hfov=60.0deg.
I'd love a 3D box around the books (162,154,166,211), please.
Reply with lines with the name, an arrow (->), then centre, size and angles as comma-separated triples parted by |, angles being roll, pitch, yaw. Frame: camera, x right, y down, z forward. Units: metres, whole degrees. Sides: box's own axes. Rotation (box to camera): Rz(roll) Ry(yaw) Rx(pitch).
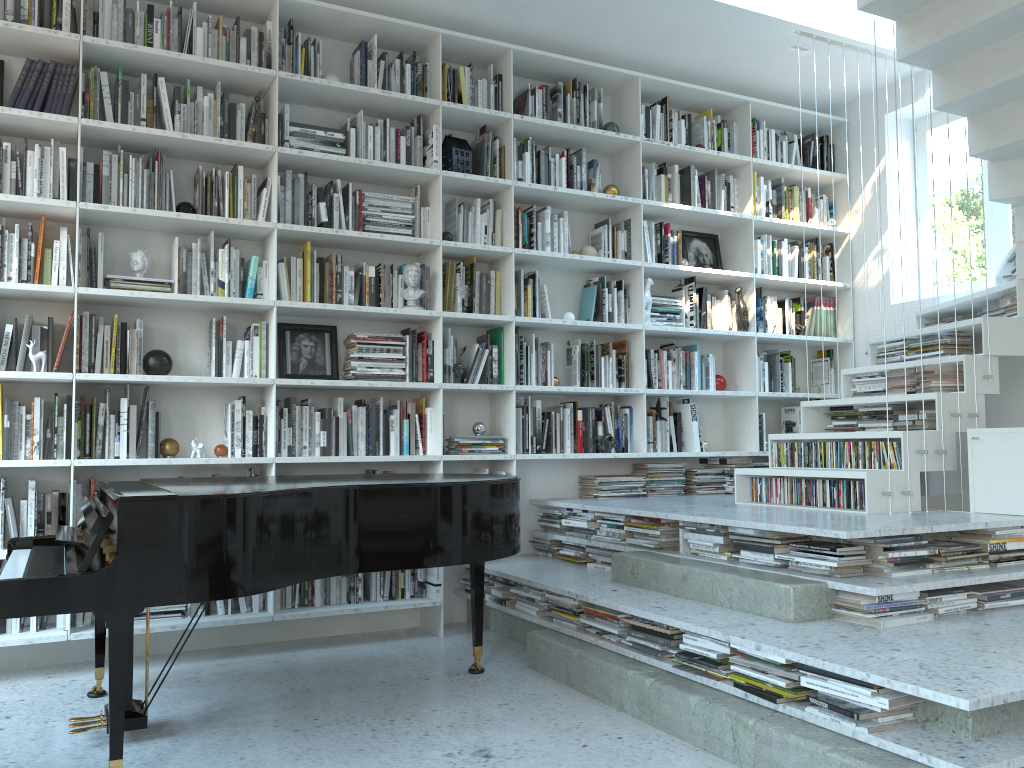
books -> -1.634, -0.902, 4.137 | 0.011, 0.287, 0.189 | 1, -4, -27

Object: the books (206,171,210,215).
books -> -1.456, -0.873, 4.221 | 0.005, 0.236, 0.178 | 1, -4, -27

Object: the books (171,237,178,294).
books -> -1.580, -0.531, 4.151 | 0.012, 0.285, 0.159 | 1, -4, -27

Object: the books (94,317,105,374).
books -> -1.859, -0.161, 3.991 | 0.036, 0.263, 0.166 | 1, -4, -27

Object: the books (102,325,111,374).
books -> -1.833, -0.143, 4.006 | 0.025, 0.228, 0.153 | 1, -4, -27

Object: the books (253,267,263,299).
books -> -1.244, -0.469, 4.334 | 0.027, 0.181, 0.142 | 1, -4, -27

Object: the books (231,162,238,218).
books -> -1.348, -0.902, 4.296 | 0.006, 0.303, 0.165 | 1, -4, -27

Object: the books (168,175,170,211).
books -> -1.620, -0.861, 4.170 | 0.004, 0.209, 0.132 | 1, -4, -27

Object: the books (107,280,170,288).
books -> -1.722, -0.447, 4.084 | 0.254, 0.012, 0.161 | 2, -5, -30

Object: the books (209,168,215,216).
books -> -1.446, -0.885, 4.262 | 0.009, 0.266, 0.149 | 1, -4, -27

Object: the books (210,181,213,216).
books -> -1.451, -0.853, 4.248 | 0.011, 0.200, 0.162 | 1, -4, -27

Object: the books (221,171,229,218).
books -> -1.381, -0.875, 4.256 | 0.013, 0.243, 0.189 | 1, -4, -27

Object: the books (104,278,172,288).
books -> -1.723, -0.459, 4.086 | 0.285, 0.012, 0.159 | 1, -5, -25

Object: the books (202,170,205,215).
books -> -1.477, -0.875, 4.221 | 0.005, 0.240, 0.174 | 1, -4, -27

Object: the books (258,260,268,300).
books -> -1.222, -0.486, 4.350 | 0.026, 0.217, 0.126 | 1, -4, -27

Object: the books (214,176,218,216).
books -> -1.424, -0.862, 4.235 | 0.006, 0.216, 0.181 | 1, -4, -27

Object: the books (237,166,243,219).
books -> -1.333, -0.891, 4.300 | 0.022, 0.284, 0.190 | 1, -4, -27

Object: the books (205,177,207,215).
books -> -1.476, -0.861, 4.239 | 0.013, 0.216, 0.149 | 1, -4, -27

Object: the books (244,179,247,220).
books -> -1.313, -0.862, 4.320 | 0.011, 0.229, 0.166 | 1, -4, -27

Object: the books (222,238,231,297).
books -> -1.371, -0.533, 4.256 | 0.011, 0.300, 0.178 | 1, -4, -27

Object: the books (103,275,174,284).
books -> -1.721, -0.471, 4.083 | 0.285, 0.012, 0.159 | 2, -5, -31

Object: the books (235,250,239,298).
books -> -1.346, -0.508, 4.291 | 0.022, 0.256, 0.152 | 1, -4, -27

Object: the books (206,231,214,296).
books -> -1.442, -0.549, 4.227 | 0.010, 0.329, 0.173 | 1, -4, -27

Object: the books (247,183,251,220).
books -> -1.298, -0.855, 4.327 | 0.024, 0.216, 0.142 | 1, -4, -27

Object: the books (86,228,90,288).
books -> -1.919, -0.545, 4.011 | 0.011, 0.297, 0.135 | 1, -4, -27

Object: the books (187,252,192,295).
books -> -1.538, -0.499, 4.197 | 0.024, 0.227, 0.137 | 1, -4, -27

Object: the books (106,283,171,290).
books -> -1.720, -0.435, 4.079 | 0.254, 0.012, 0.161 | 2, -5, -32

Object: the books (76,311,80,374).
books -> -1.942, -0.173, 3.963 | 0.012, 0.285, 0.159 | 1, -4, -27

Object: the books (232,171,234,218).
books -> -1.360, -0.883, 4.294 | 0.004, 0.265, 0.142 | 1, -4, -27

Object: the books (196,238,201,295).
books -> -1.491, -0.529, 4.193 | 0.012, 0.286, 0.167 | 1, -4, -27

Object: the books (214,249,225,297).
books -> -1.400, -0.507, 4.241 | 0.028, 0.247, 0.170 | 1, -4, -27

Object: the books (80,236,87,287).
books -> -1.926, -0.526, 3.986 | 0.024, 0.257, 0.134 | 1, -4, -27

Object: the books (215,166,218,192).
books -> -1.429, -0.890, 4.259 | 0.005, 0.275, 0.157 | 1, -4, -27

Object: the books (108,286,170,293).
books -> -1.721, -0.423, 4.080 | 0.254, 0.012, 0.161 | 2, -5, -31

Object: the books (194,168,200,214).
books -> -1.505, -0.881, 4.229 | 0.005, 0.254, 0.161 | 1, -4, -27

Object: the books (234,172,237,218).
books -> -1.353, -0.877, 4.290 | 0.006, 0.253, 0.180 | 1, -4, -27

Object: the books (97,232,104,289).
books -> -1.867, -0.535, 4.018 | 0.021, 0.277, 0.136 | 1, -4, -27

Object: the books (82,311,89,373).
books -> -1.911, -0.173, 3.968 | 0.025, 0.284, 0.145 | 1, -4, -27

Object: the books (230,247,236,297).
books -> -1.356, -0.512, 4.263 | 0.023, 0.259, 0.170 | 1, -4, -27

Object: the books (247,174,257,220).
books -> -1.273, -0.876, 4.331 | 0.022, 0.257, 0.155 | 1, -4, -27

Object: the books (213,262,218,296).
books -> -1.432, -0.478, 4.244 | 0.025, 0.189, 0.140 | 1, -4, -27

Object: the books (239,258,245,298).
books -> -1.324, -0.489, 4.301 | 0.026, 0.219, 0.150 | 1, -4, -27

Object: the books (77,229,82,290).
books -> -1.945, -0.540, 3.984 | 0.012, 0.285, 0.159 | 1, -4, -27

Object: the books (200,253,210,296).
books -> -1.471, -0.497, 4.219 | 0.048, 0.224, 0.149 | 1, -4, -27

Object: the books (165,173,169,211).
books -> -1.628, -0.865, 4.169 | 0.012, 0.218, 0.151 | 1, -4, -27

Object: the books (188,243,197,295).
books -> -1.511, -0.520, 4.195 | 0.022, 0.267, 0.151 | 1, -4, -27

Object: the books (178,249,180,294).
books -> -1.576, -0.503, 4.166 | 0.010, 0.231, 0.154 | 1, -4, -27

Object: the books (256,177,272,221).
books -> -1.225, -0.866, 4.330 | 0.064, 0.237, 0.209 | 1, -4, -27

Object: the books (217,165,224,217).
books -> -1.417, -0.895, 4.277 | 0.033, 0.287, 0.155 | 1, -4, -27

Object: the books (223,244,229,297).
books -> -1.378, -0.516, 4.242 | 0.012, 0.265, 0.193 | 1, -4, -27

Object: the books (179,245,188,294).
books -> -1.549, -0.512, 4.159 | 0.030, 0.247, 0.174 | 1, -4, -27

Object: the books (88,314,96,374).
books -> -1.890, -0.167, 3.983 | 0.026, 0.275, 0.154 | 1, -4, -27

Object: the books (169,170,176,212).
books -> -1.602, -0.872, 4.172 | 0.031, 0.232, 0.148 | 1, -4, -27

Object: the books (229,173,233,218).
books -> -1.370, -0.877, 4.289 | 0.017, 0.253, 0.139 | 1, -4, -27

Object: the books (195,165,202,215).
books -> -1.501, -0.891, 4.240 | 0.012, 0.275, 0.129 | 1, -4, -27

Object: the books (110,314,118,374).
books -> -1.801, -0.167, 4.001 | 0.026, 0.274, 0.190 | 1, -4, -27

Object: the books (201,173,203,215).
books -> -1.492, -0.872, 4.240 | 0.005, 0.239, 0.146 | 1, -4, -27

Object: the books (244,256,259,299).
books -> -1.275, -0.494, 4.300 | 0.060, 0.227, 0.179 | 1, -4, -27

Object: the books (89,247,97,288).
books -> -1.894, -0.501, 4.009 | 0.034, 0.209, 0.136 | 1, -4, -27
